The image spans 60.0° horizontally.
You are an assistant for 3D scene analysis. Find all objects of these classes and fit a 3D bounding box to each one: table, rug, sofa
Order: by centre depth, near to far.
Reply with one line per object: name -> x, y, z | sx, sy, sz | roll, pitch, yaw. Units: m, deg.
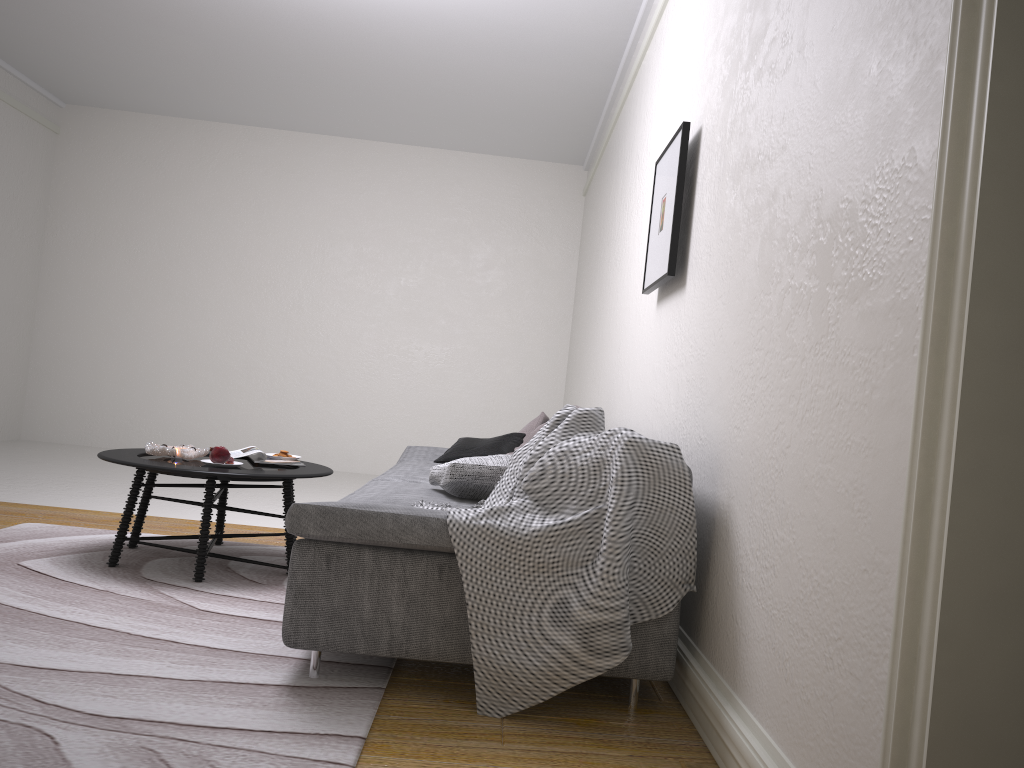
rug -> -1.317, 0.729, 2.443 | 1.954, 0.008, 3.700 | 6, -1, -1
table -> -1.268, 0.550, 3.778 | 0.947, 0.449, 0.940 | 6, -1, -4
sofa -> -0.093, 0.524, 3.871 | 1.104, 0.772, 3.052 | 6, -1, -1

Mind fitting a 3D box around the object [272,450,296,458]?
object -> -1.069, 0.329, 4.145 | 0.122, 0.036, 0.117 | 7, -2, -40

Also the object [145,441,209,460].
object -> -1.430, 0.286, 3.787 | 0.252, 0.062, 0.255 | 6, -1, 6

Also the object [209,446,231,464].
object -> -1.202, 0.295, 3.659 | 0.108, 0.082, 0.090 | 5, -2, 33

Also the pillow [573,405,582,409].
pillow -> 0.135, 0.257, 2.874 | 0.242, 0.390, 0.426 | 6, -1, -1

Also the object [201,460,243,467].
object -> -1.202, 0.331, 3.670 | 0.164, 0.015, 0.171 | 5, -2, 43

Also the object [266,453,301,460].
object -> -1.071, 0.342, 4.143 | 0.170, 0.015, 0.165 | 6, -1, -20

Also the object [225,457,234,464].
object -> -1.188, 0.320, 3.725 | 0.036, 0.036, 0.044 | 6, -1, 7

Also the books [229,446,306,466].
books -> -1.142, 0.318, 3.998 | 0.378, 0.048, 0.300 | 7, -1, -23

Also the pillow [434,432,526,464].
pillow -> -0.167, 0.381, 4.799 | 0.416, 0.268, 0.406 | 6, -1, 18

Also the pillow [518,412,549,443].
pillow -> 0.029, 0.368, 5.059 | 0.348, 0.448, 0.484 | 6, -1, 19

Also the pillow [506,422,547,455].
pillow -> 0.053, 0.343, 4.625 | 0.338, 0.318, 0.422 | 6, -1, -2

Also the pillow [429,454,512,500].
pillow -> -0.087, 0.350, 3.325 | 0.410, 0.194, 0.400 | 6, -1, -15

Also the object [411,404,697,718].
object -> 0.021, 0.477, 2.604 | 0.632, 0.866, 0.867 | 7, -2, -36
